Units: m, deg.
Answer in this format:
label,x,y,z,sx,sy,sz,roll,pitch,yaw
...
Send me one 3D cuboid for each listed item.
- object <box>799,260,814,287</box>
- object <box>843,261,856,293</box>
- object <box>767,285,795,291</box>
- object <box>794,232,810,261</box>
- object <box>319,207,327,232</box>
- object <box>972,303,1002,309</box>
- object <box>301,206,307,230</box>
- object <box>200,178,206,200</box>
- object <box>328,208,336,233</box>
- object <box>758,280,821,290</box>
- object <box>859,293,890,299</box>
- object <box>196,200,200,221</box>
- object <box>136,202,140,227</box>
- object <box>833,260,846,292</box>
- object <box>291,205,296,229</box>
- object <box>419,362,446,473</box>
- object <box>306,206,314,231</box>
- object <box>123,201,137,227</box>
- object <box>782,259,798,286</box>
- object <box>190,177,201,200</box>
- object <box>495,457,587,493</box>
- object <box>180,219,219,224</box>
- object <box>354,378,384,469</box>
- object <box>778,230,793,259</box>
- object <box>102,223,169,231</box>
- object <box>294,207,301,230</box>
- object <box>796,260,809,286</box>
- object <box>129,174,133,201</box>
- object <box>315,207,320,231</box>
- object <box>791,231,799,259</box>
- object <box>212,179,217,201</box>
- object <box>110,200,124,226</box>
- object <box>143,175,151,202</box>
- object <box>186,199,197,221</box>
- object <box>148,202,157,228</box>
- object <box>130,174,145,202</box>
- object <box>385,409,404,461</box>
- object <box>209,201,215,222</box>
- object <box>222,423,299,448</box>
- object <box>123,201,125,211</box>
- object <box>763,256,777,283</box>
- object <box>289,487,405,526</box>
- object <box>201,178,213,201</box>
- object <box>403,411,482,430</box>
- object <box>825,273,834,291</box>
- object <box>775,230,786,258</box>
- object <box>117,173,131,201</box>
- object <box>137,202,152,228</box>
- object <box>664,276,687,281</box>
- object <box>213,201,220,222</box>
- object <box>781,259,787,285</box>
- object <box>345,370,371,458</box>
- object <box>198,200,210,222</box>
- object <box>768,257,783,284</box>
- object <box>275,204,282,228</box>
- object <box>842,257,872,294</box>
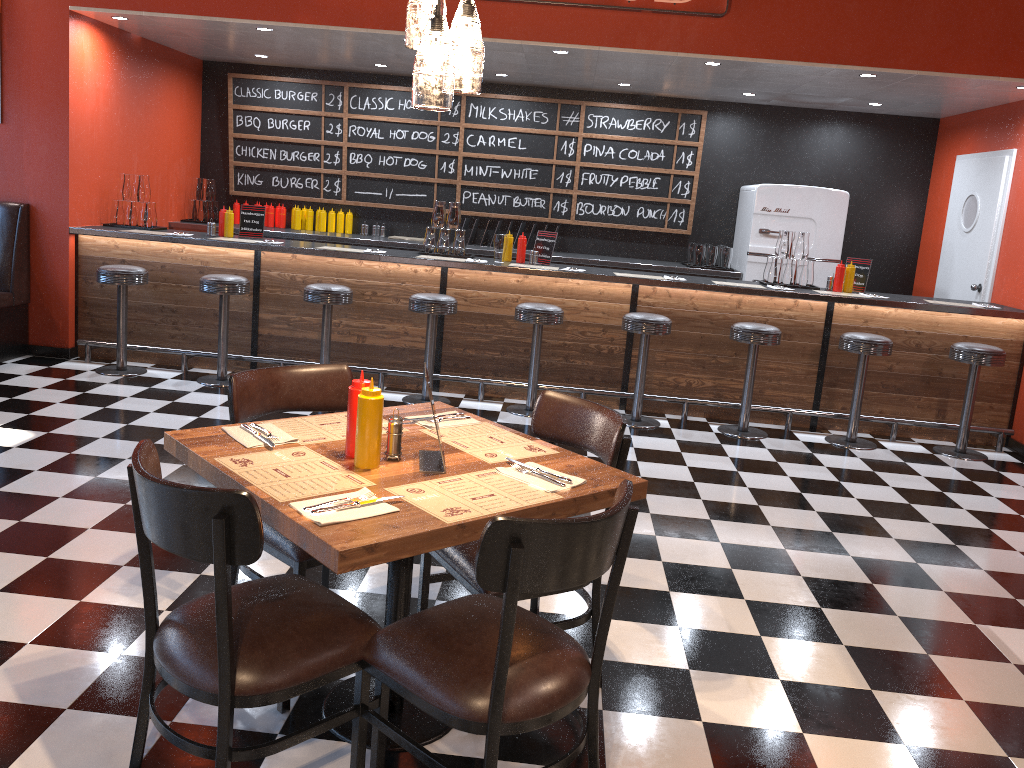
label,x,y,z,sx,sy,sz,roll,pitch,yaw
object,2.239,-0.830,6.719,0.105,0.207,0.106,-4,13,-41
object,2.540,-0.807,6.666,0.068,0.236,0.068,0,11,-28
object,1.971,-0.713,6.520,0.157,0.019,0.257,5,12,-1
object,2.194,-1.041,6.693,0.105,0.207,0.106,-4,13,-41
object,-1.851,-1.608,8.663,0.068,0.236,0.068,1,10,-20
object,3.459,-0.574,6.469,0.157,0.019,0.257,8,12,13
object,-2.045,-1.637,8.725,0.068,0.236,0.068,6,10,5
object,-3.017,-1.897,8.618,0.105,0.207,0.106,3,10,-12
object,-1.769,-1.607,8.692,0.068,0.236,0.068,5,10,1
object,2.129,-0.760,6.807,0.437,0.018,0.275,6,12,3
object,2.652,-0.652,6.512,0.157,0.019,0.257,4,12,-2
object,-3.049,-1.682,8.595,0.105,0.207,0.106,3,10,-12
object,-3.019,-1.364,7.111,0.105,0.207,0.106,3,10,-12
object,2.452,-0.807,6.634,0.068,0.236,0.068,11,12,33
object,-2.134,-1.643,8.713,0.068,0.236,0.068,1,10,-20
object,-0.208,0.087,2.396,0.072,0.255,0.190,4,10,-7
object,-1.982,-1.624,8.686,0.068,0.236,0.068,5,10,1
object,-3.019,-1.341,7.003,0.105,0.207,0.106,3,10,-12
object,2.118,-0.844,6.732,0.105,0.207,0.106,-4,13,-41
object,-3.037,-1.874,8.502,0.105,0.207,0.106,3,10,-12
object,0.060,0.237,2.375,0.256,0.019,0.158,16,16,41
object,-2.998,-1.579,8.593,0.273,0.018,0.440,5,12,3
object,-0.373,0.100,2.317,0.068,0.236,0.068,8,10,17
object,2.078,-1.055,6.711,0.105,0.207,0.106,-4,13,-41
object,-3.007,-1.257,7.078,0.437,0.018,0.275,6,12,3
object,-2.090,-1.622,8.634,0.068,0.236,0.068,1,10,-20
object,2.236,-0.855,6.835,0.105,0.207,0.106,-4,13,-41
object,-3.057,-1.571,7.072,0.105,0.207,0.106,3,10,-12
object,-1.899,-1.626,8.727,0.068,0.236,0.068,1,10,-20
object,2.196,-1.065,6.804,0.105,0.207,0.106,-4,13,-41
object,-2.926,-1.889,8.617,0.105,0.207,0.106,3,10,-12
object,-3.127,-1.353,7.019,0.105,0.207,0.106,3,10,-12
object,-2.940,-1.562,7.075,0.105,0.207,0.106,3,10,-12
object,-3.064,-1.658,8.475,0.105,0.207,0.106,3,10,-12
object,-2.901,-1.352,7.105,0.105,0.207,0.106,3,10,-12
object,-2.942,-1.538,6.964,0.105,0.207,0.106,3,10,-12
object,-0.321,0.134,2.427,0.046,0.135,0.094,4,10,-7
object,-2.940,-1.673,8.597,0.105,0.207,0.106,3,10,-12
object,-0.704,0.144,2.503,0.157,0.019,0.257,-4,15,-37
object,-3.133,-1.377,7.129,0.105,0.207,0.106,3,10,-12
object,2.004,-0.880,6.858,0.105,0.207,0.106,-4,13,-41
object,-0.366,0.273,2.033,0.255,0.019,0.158,-5,16,-40
object,-2.925,-1.864,8.502,0.105,0.207,0.106,3,10,-12
object,-0.237,0.113,2.837,0.255,0.019,0.158,-5,15,-38
object,2.439,-0.778,6.738,0.093,0.135,0.047,5,10,-2
object,2.080,-1.074,6.801,0.105,0.207,0.106,-4,13,-41
object,-3.058,-1.552,6.982,0.105,0.207,0.106,3,10,-12
object,-2.898,-1.327,6.989,0.105,0.207,0.106,3,10,-12
object,1.206,-0.786,6.556,0.157,0.019,0.257,6,12,3
object,-2.920,-1.696,8.710,0.105,0.207,0.106,3,10,-12
object,2.118,-0.867,6.840,0.105,0.207,0.106,-4,13,-41
object,-0.412,0.079,2.400,0.068,0.236,0.068,-4,13,-43
object,-2.947,-1.649,8.480,0.105,0.207,0.106,3,10,-12
object,2.010,-0.856,6.748,0.105,0.207,0.106,-4,13,-41
object,-2.307,-1.668,8.764,0.068,0.236,0.068,6,10,4
object,2.630,-0.832,6.776,0.189,0.255,0.072,13,13,37
